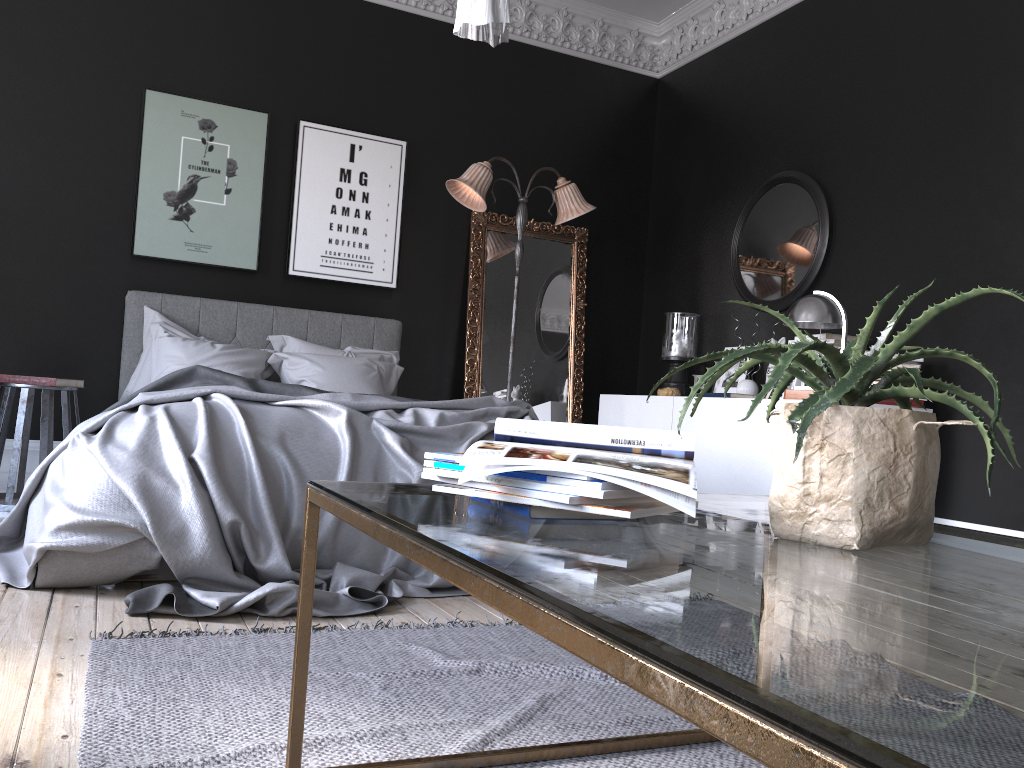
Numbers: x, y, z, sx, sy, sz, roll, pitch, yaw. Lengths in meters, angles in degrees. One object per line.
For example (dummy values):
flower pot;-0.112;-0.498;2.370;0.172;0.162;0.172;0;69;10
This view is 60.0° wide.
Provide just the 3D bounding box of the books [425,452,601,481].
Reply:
books;0.065;0.127;1.381;0.318;0.011;0.253;3;-2;42

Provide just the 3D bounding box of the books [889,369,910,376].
books;1.958;-0.053;4.645;0.193;0.030;0.290;3;-2;39

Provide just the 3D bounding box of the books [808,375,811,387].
books;1.758;-0.021;5.000;0.205;0.270;0.029;5;-1;-25

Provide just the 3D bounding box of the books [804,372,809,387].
books;1.751;-0.031;5.055;0.193;0.289;0.030;5;-1;-25

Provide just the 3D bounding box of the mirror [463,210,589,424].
mirror;0.113;-0.171;6.689;0.992;2.191;0.254;5;-1;-25

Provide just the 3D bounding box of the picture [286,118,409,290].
picture;-1.136;-1.238;6.176;0.792;1.078;0.014;5;-1;-25

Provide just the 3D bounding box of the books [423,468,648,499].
books;0.067;0.147;1.354;0.318;0.011;0.253;3;-2;37

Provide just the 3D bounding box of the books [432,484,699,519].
books;0.084;0.169;1.332;0.318;0.011;0.253;3;-2;32

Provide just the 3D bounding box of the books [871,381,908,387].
books;1.954;0.007;4.650;0.203;0.029;0.269;3;-2;35

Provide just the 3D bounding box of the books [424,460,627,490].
books;0.067;0.138;1.373;0.318;0.011;0.253;3;-2;37

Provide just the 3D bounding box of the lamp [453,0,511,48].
lamp;-0.014;-2.078;2.716;0.782;2.048;0.784;4;-1;19

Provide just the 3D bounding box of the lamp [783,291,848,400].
lamp;1.613;-0.202;4.726;0.329;0.590;0.340;5;-1;-45

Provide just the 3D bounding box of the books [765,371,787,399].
books;1.642;-0.012;5.274;0.203;0.246;0.158;5;-1;-25

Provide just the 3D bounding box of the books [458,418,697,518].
books;0.107;0.115;1.313;0.322;0.109;0.273;4;-2;10

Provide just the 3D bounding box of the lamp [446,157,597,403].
lamp;0.006;-0.314;6.050;0.986;2.411;0.773;4;-1;8

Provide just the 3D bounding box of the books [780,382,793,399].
books;1.707;-0.034;5.205;0.220;0.296;0.126;5;-1;-25

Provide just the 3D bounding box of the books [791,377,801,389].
books;1.721;-0.013;5.176;0.195;0.256;0.091;5;-1;-25

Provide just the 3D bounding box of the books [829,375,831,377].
books;1.829;-0.013;4.944;0.195;0.258;0.026;5;-1;-25

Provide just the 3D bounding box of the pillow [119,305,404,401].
pillow;-1.500;-0.061;5.548;1.831;0.759;0.680;5;-1;-25

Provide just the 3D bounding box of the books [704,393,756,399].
books;1.311;0.074;5.325;0.193;0.030;0.289;5;-2;-19

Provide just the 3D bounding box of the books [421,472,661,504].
books;0.058;0.158;1.367;0.253;0.011;0.318;6;-2;-43

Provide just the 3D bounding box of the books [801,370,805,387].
books;1.772;-0.036;5.133;0.221;0.306;0.030;5;-1;-25

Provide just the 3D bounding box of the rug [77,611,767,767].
rug;0.499;0.776;1.299;2.107;0.050;3.644;5;-2;-24

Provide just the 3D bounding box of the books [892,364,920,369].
books;1.968;-0.083;4.643;0.220;0.030;0.306;4;-2;5

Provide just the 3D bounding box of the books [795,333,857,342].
books;1.807;-0.256;5.093;0.220;0.030;0.306;5;-2;-15

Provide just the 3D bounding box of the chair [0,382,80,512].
chair;-2.662;0.340;4.938;0.613;0.673;0.614;4;-1;19

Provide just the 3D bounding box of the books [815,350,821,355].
books;1.784;-0.038;5.041;0.220;0.307;0.024;5;-1;-25

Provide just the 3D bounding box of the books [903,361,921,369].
books;1.987;-0.108;4.654;0.220;0.024;0.307;3;-2;40

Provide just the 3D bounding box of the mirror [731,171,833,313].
mirror;1.732;-0.928;5.805;0.061;0.924;0.924;4;-1;-25

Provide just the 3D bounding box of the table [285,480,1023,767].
table;0.401;0.499;1.195;1.093;0.558;1.448;5;-2;-25

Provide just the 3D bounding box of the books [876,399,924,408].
books;1.939;0.094;4.605;0.295;0.038;0.235;4;-2;2

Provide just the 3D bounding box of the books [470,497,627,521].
books;0.050;0.186;1.390;0.162;0.023;0.231;5;-2;-24

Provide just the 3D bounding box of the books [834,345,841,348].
books;1.777;-0.206;5.087;0.195;0.026;0.258;5;-2;-15

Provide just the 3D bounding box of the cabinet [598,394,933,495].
cabinet;1.374;0.542;5.525;0.570;0.882;2.395;5;-2;-25

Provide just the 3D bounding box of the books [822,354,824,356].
books;1.817;-0.037;4.969;0.220;0.307;0.024;5;-1;-25

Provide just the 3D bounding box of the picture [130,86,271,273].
picture;-2.014;-1.314;5.769;0.792;1.078;0.014;5;-1;-25

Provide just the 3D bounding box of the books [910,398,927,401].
books;1.946;0.063;4.614;0.319;0.025;0.228;5;-2;-15

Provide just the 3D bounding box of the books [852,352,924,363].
books;1.949;-0.137;4.644;0.306;0.030;0.220;4;-2;-5

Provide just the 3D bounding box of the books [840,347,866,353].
books;1.873;-0.037;4.846;0.220;0.308;0.050;5;-1;-25

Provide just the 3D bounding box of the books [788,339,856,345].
books;1.781;-0.231;5.081;0.220;0.024;0.307;5;-2;-35

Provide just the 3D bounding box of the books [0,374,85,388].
books;-2.626;-0.016;4.945;0.346;0.045;0.275;4;-2;5

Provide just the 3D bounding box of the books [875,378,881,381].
books;1.960;-0.022;4.659;0.193;0.030;0.289;4;-2;6

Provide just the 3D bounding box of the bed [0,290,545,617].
bed;-1.100;0.124;4.513;2.767;1.298;3.282;5;-2;-36
